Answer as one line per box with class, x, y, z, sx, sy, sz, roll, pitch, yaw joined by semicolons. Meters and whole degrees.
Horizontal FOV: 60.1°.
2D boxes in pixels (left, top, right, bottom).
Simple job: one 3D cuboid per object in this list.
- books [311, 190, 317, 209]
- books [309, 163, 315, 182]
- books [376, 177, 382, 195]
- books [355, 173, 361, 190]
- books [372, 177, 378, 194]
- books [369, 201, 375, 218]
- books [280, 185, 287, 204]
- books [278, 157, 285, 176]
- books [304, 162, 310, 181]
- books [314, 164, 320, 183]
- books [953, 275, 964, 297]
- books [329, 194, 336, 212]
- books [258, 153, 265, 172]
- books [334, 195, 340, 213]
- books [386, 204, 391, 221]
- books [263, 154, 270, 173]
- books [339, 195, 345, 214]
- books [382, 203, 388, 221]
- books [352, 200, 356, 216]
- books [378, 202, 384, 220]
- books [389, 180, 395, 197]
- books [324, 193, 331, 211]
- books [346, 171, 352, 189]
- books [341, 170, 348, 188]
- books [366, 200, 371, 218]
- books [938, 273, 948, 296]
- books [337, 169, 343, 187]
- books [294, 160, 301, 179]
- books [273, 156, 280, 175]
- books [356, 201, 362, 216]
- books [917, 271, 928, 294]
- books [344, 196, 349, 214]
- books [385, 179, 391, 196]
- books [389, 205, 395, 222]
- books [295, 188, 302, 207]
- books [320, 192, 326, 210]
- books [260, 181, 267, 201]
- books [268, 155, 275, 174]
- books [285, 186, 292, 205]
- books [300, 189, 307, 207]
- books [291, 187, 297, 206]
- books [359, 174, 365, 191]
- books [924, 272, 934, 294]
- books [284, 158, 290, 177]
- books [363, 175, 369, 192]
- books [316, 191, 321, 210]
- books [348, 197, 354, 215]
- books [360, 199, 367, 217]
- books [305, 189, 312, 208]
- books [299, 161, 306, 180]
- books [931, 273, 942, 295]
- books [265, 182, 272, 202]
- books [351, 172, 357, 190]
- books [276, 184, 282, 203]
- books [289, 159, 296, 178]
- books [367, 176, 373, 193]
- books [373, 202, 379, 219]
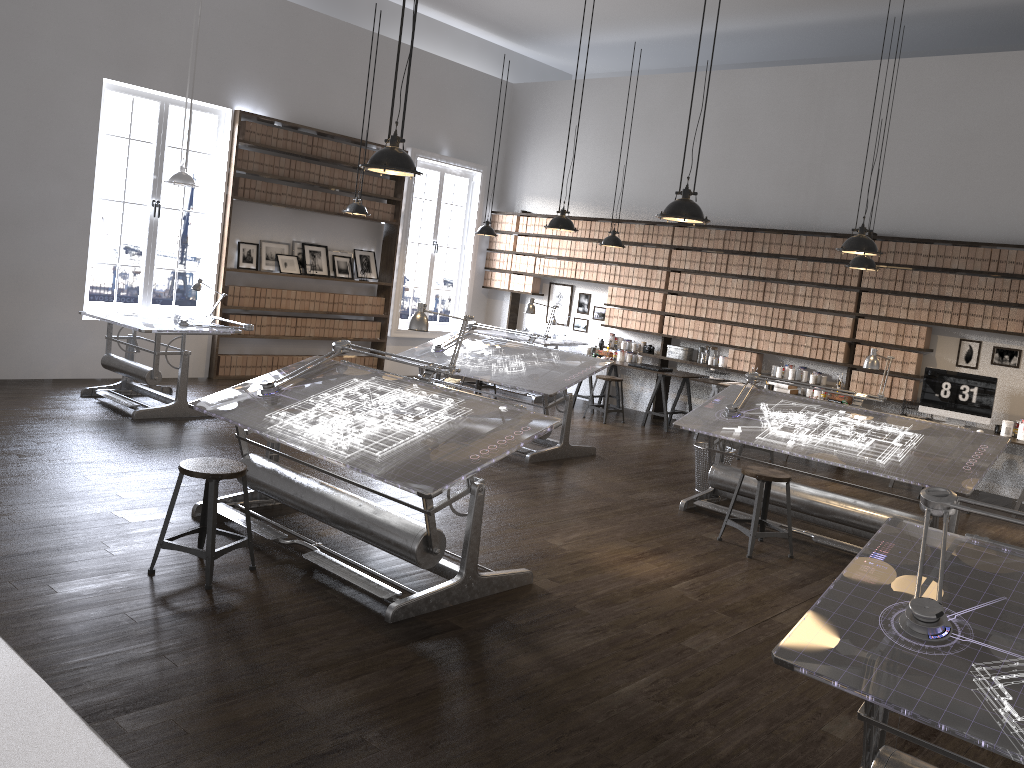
books;-2.452;-2.237;10.753;0.175;0.225;0.067;12;7;41
books;-2.459;-2.544;10.679;0.175;0.225;0.066;12;6;41
books;-1.775;-2.559;11.464;0.175;0.225;0.066;12;6;41
books;-2.003;-2.554;11.203;0.175;0.224;0.066;12;7;41
books;-1.818;-2.558;11.407;0.175;0.225;0.066;12;6;41
books;-1.862;-2.251;11.433;0.175;0.225;0.066;12;6;41
books;-2.738;-2.232;10.436;0.175;0.224;0.066;12;7;41
books;-2.740;-2.538;10.365;0.175;0.225;0.066;12;7;41
books;-2.507;-2.543;10.625;0.175;0.225;0.067;12;7;41
books;-2.414;-2.545;10.736;0.175;0.225;0.066;12;6;41
books;4.433;-0.961;8.752;0.067;0.225;0.174;11;7;41
books;-2.273;-2.242;10.966;0.175;0.225;0.066;12;7;41
books;-2.925;-2.535;10.160;0.175;0.224;0.066;12;6;41
books;-2.223;-2.242;11.016;0.175;0.225;0.066;12;7;41
books;-1.680;-2.254;11.634;0.175;0.224;0.066;12;7;41
books;-2.877;-2.535;10.207;0.175;0.225;0.067;12;7;41
books;-2.179;-2.244;11.072;0.175;0.225;0.066;12;6;41
books;-1.718;-2.253;11.584;0.175;0.225;0.067;12;6;41
books;-2.042;-2.247;11.225;0.175;0.224;0.066;12;6;41
books;-1.762;-2.252;11.534;0.175;0.225;0.066;12;7;41
books;-1.624;-2.562;11.631;0.175;0.224;0.066;12;7;41
books;-2.319;-2.240;10.906;0.175;0.225;0.067;12;6;41
books;-2.090;-2.552;11.099;0.175;0.225;0.067;12;6;41
books;-2.140;-2.551;11.049;0.175;0.225;0.066;12;7;41
books;-1.906;-2.250;11.379;0.175;0.225;0.066;12;6;41
books;4.335;-0.985;8.844;0.067;0.224;0.174;11;7;41
books;-2.187;-2.551;10.998;0.175;0.225;0.066;12;7;41
books;-2.597;-2.542;10.533;0.175;0.224;0.066;12;7;41
books;-2.790;-2.538;10.315;0.175;0.225;0.066;12;6;41
books;-1.999;-2.247;11.271;0.175;0.224;0.066;12;6;41
books;4.184;-1.021;8.980;0.067;0.225;0.174;11;7;41
books;-2.132;-2.245;11.125;0.175;0.225;0.066;12;6;41
books;-1.676;-2.561;11.575;0.175;0.224;0.066;12;6;41
books;-1.634;-2.255;11.688;0.175;0.225;0.066;12;7;41
books;-2.600;-2.236;10.598;0.175;0.225;0.066;12;7;41
books;-2.372;-2.240;10.854;0.175;0.224;0.066;12;7;41
books;-2.917;-2.229;10.237;0.175;0.225;0.066;12;7;41
books;-2.837;-2.537;10.262;0.175;0.225;0.066;12;6;41
books;-2.688;-2.233;10.489;0.175;0.225;0.067;12;6;41
books;-2.551;-2.236;10.647;0.175;0.225;0.066;12;6;41
books;-2.645;-2.234;10.544;0.175;0.225;0.066;12;7;41
books;-1.956;-2.554;11.250;0.175;0.225;0.067;12;6;41
books;4.236;-1.009;8.933;0.067;0.225;0.174;11;7;41
books;-2.696;-2.540;10.422;0.175;0.225;0.066;12;7;41
books;-1.915;-2.556;11.304;0.175;0.225;0.066;12;7;41
books;-2.414;-2.239;10.804;0.175;0.224;0.066;12;6;41
books;-2.083;-2.245;11.172;0.175;0.225;0.067;12;7;41
books;-1.950;-2.248;11.324;0.175;0.225;0.067;12;7;41
books;-2.500;-2.236;10.699;0.175;0.225;0.066;12;6;41
books;-2.552;-2.543;10.581;0.175;0.224;0.066;12;6;41
books;4.282;-0.997;8.885;0.067;0.225;0.174;11;7;41
books;-2.870;-2.230;10.290;0.175;0.225;0.066;12;7;41
books;-2.044;-2.553;11.154;0.175;0.224;0.066;12;7;41
books;-2.780;-2.231;10.390;0.175;0.224;0.066;12;7;41
books;-2.642;-2.540;10.474;0.175;0.225;0.067;12;6;41
books;-1.868;-2.557;11.357;0.175;0.225;0.066;12;7;41
books;-1.813;-2.251;11.482;0.175;0.225;0.066;12;7;41
